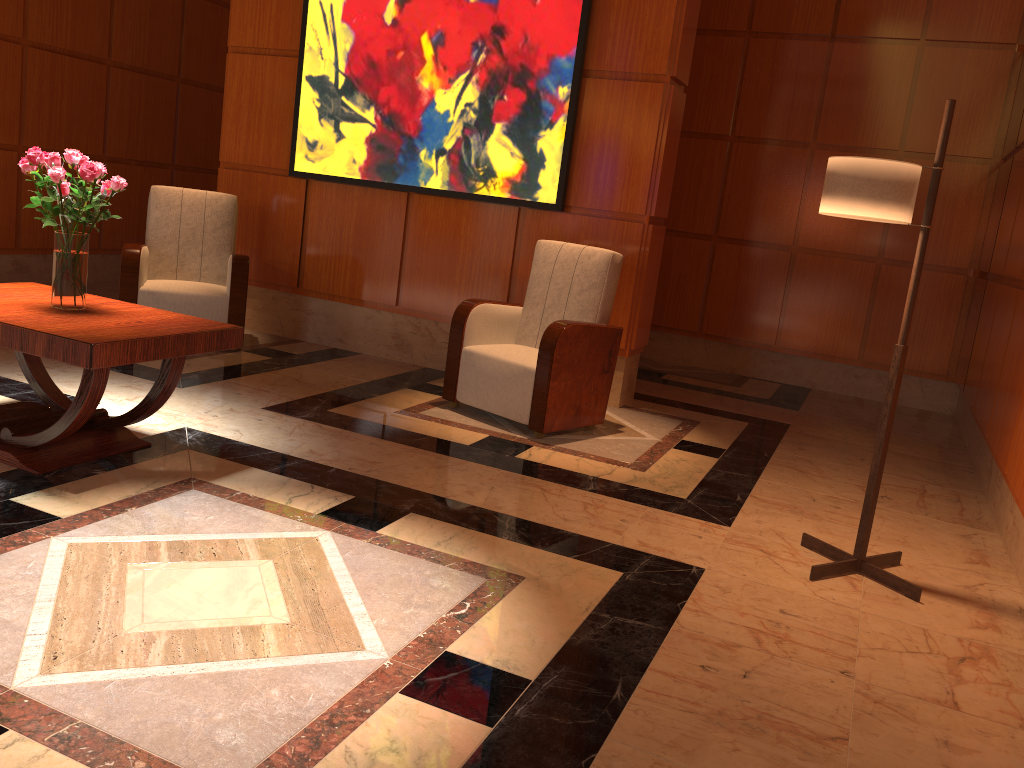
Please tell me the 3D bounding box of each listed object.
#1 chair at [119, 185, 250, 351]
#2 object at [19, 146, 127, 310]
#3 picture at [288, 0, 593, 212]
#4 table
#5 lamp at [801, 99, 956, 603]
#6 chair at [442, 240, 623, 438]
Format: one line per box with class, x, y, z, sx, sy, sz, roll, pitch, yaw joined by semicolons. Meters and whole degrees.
chair;-2.079;-0.761;5.684;0.737;0.955;0.633;4;11;-19
object;-1.656;-0.580;3.326;0.352;0.592;0.327;16;13;41
picture;-0.496;-2.075;5.565;2.002;1.725;0.057;12;10;22
table;-1.753;-0.028;3.395;1.171;0.531;0.728;12;12;22
lamp;1.263;-0.144;3.071;0.527;1.650;0.361;9;10;12
chair;0.140;-0.290;4.784;0.742;0.955;0.629;16;13;40
